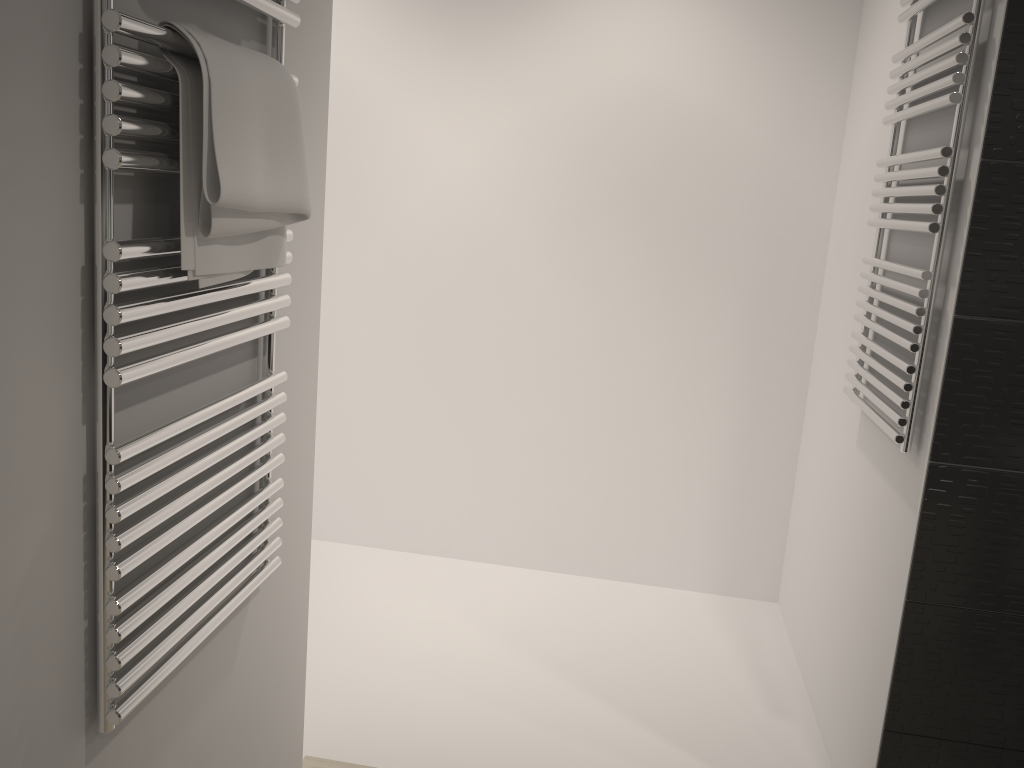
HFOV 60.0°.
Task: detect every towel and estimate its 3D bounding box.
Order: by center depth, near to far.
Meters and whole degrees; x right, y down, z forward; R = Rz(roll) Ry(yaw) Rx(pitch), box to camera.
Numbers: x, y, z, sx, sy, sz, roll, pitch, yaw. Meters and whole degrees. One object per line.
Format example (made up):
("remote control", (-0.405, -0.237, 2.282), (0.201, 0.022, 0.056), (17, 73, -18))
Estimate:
("towel", (-0.353, -0.287, 1.154), (0.098, 0.307, 0.305), (6, 11, 9))

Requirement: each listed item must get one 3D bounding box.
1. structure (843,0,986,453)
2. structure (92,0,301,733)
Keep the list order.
("structure", (0.848, -0.541, 1.846), (0.039, 1.284, 0.475), (6, 11, 7))
("structure", (-0.395, -0.257, 1.163), (0.039, 1.284, 0.475), (6, 11, 7))
